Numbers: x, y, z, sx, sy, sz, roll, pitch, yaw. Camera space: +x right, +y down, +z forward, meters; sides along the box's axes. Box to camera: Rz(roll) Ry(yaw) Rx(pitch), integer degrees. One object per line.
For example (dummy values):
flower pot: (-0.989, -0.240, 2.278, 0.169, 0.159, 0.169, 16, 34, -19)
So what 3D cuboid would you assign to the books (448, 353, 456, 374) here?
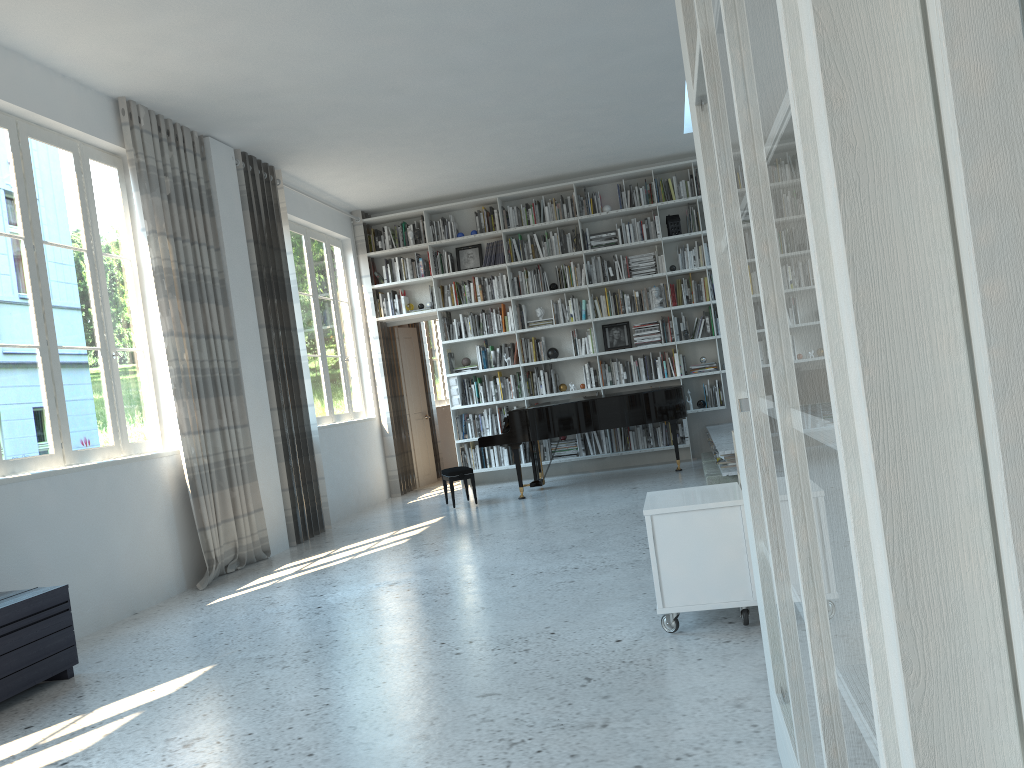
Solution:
books: (-0.675, -0.231, 9.989, 0.028, 0.243, 0.156, -8, 0, 10)

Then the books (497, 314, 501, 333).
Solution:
books: (-0.131, -0.667, 9.886, 0.021, 0.221, 0.148, -8, 0, 10)

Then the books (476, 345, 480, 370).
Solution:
books: (-0.366, -0.296, 9.929, 0.012, 0.285, 0.159, -8, 0, 10)

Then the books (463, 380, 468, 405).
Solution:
books: (-0.513, 0.095, 9.980, 0.008, 0.285, 0.159, -8, 0, 10)

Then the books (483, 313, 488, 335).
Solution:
books: (-0.286, -0.664, 9.912, 0.021, 0.256, 0.156, -8, 0, 10)

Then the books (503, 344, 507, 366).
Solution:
books: (-0.079, -0.321, 9.873, 0.060, 0.255, 0.158, -8, 0, 10)

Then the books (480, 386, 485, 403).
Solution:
books: (-0.313, 0.115, 9.916, 0.016, 0.189, 0.183, -8, 0, 10)

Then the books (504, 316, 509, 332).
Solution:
books: (-0.043, -0.661, 9.864, 0.030, 0.183, 0.151, -8, 0, 10)

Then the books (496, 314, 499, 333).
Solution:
books: (-0.148, -0.663, 9.885, 0.012, 0.217, 0.160, -8, 0, 10)

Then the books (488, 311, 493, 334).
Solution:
books: (-0.226, -0.680, 9.893, 0.012, 0.272, 0.145, -8, 0, 10)

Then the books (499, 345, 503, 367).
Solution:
books: (-0.111, -0.310, 9.894, 0.013, 0.242, 0.141, -8, 0, 10)

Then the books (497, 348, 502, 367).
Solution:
books: (-0.143, -0.291, 9.901, 0.056, 0.214, 0.142, -8, 0, 10)

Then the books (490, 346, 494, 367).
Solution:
books: (-0.210, -0.300, 9.891, 0.011, 0.250, 0.172, -8, 0, 10)

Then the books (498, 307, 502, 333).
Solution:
books: (-0.118, -0.705, 9.887, 0.015, 0.293, 0.143, -8, 0, 10)

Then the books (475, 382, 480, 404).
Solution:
books: (-0.375, 0.095, 9.925, 0.009, 0.244, 0.184, -8, 0, 10)

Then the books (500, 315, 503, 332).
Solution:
books: (-0.101, -0.663, 9.870, 0.013, 0.203, 0.161, -8, 0, 10)

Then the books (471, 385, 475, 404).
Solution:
books: (-0.415, 0.114, 9.953, 0.015, 0.218, 0.176, -8, 0, 10)

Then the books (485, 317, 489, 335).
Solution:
books: (-0.262, -0.641, 9.908, 0.021, 0.205, 0.130, -8, 0, 10)

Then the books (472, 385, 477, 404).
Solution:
books: (-0.403, 0.113, 9.938, 0.015, 0.217, 0.180, -8, 0, 10)

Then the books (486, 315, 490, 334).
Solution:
books: (-0.249, -0.655, 9.891, 0.013, 0.229, 0.177, -8, 0, 10)

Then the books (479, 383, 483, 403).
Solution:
books: (-0.330, 0.102, 9.923, 0.015, 0.219, 0.190, -8, 0, 10)

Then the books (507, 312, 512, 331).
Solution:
books: (-0.017, -0.684, 9.858, 0.031, 0.223, 0.144, -8, 0, 10)

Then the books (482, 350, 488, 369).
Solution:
books: (-0.291, -0.268, 9.893, 0.029, 0.208, 0.189, -8, 0, 10)

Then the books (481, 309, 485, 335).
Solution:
books: (-0.307, -0.683, 9.904, 0.013, 0.300, 0.151, -8, 0, 10)

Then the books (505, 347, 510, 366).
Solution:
books: (-0.033, -0.303, 9.858, 0.030, 0.207, 0.172, -8, 0, 10)

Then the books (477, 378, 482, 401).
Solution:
books: (-0.346, 0.070, 9.919, 0.007, 0.286, 0.182, -8, 0, 10)

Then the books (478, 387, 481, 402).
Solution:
books: (-0.349, 0.075, 9.943, 0.009, 0.278, 0.157, -8, 0, 10)

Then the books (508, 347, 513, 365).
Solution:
books: (-0.003, -0.308, 9.862, 0.027, 0.209, 0.143, -8, 0, 10)

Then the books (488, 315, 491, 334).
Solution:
books: (-0.234, -0.656, 9.900, 0.013, 0.228, 0.151, -8, 0, 10)

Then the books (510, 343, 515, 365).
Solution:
books: (0.018, -0.332, 9.860, 0.021, 0.251, 0.154, -8, 0, 10)

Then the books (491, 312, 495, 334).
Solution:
books: (-0.202, -0.673, 9.900, 0.011, 0.252, 0.139, -8, 0, 10)

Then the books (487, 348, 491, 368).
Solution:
books: (-0.246, -0.285, 9.924, 0.030, 0.231, 0.148, -8, 0, 10)

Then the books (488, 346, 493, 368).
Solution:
books: (-0.223, -0.297, 9.913, 0.022, 0.249, 0.129, -8, 0, 10)

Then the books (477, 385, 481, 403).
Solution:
books: (-0.355, 0.110, 9.954, 0.016, 0.211, 0.146, -8, 0, 10)

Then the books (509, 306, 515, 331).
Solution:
books: (0.008, -0.719, 9.858, 0.027, 0.286, 0.148, -8, 0, 10)

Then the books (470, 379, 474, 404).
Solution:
books: (-0.432, 0.086, 9.949, 0.008, 0.280, 0.164, -8, 0, 10)

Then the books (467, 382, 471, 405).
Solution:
books: (-0.467, 0.102, 9.971, 0.022, 0.257, 0.141, -8, 0, 10)

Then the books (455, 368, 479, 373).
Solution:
books: (-0.499, -0.152, 9.966, 0.254, 0.012, 0.161, -8, 0, 12)

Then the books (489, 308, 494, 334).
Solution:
books: (-0.215, -0.697, 9.906, 0.011, 0.304, 0.129, -8, 0, 10)

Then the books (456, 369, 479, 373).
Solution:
books: (-0.499, -0.139, 9.962, 0.285, 0.012, 0.159, -8, 0, 14)

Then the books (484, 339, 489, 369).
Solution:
books: (-0.274, -0.334, 9.922, 0.011, 0.336, 0.153, -8, 0, 10)

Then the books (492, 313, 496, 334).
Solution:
books: (-0.180, -0.671, 9.906, 0.028, 0.242, 0.131, -8, 0, 10)

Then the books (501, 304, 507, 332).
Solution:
books: (-0.086, -0.727, 9.866, 0.035, 0.325, 0.170, -8, 0, 10)

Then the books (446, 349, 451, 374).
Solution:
books: (-0.695, -0.250, 10.002, 0.012, 0.285, 0.159, -8, 0, 10)

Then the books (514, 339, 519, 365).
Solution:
books: (0.059, -0.351, 9.812, 0.082, 0.276, 0.228, -8, 0, 10)

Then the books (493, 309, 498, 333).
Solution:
books: (-0.167, -0.690, 9.873, 0.015, 0.275, 0.157, -8, 0, 10)

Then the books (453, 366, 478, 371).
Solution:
books: (-0.504, -0.176, 9.960, 0.285, 0.012, 0.159, -8, 0, 15)

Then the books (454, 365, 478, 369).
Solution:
books: (-0.504, -0.188, 9.966, 0.254, 0.012, 0.161, -8, 0, 12)

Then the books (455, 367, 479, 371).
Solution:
books: (-0.502, -0.164, 9.962, 0.254, 0.012, 0.161, -8, 0, 8)

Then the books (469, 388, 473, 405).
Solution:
books: (-0.442, 0.133, 9.931, 0.019, 0.189, 0.193, -8, 0, 10)

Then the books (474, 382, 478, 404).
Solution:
books: (-0.383, 0.097, 9.941, 0.014, 0.243, 0.171, -8, 0, 10)

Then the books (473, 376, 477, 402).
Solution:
books: (-0.398, 0.063, 9.945, 0.006, 0.315, 0.145, -8, 0, 10)

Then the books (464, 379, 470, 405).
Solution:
books: (-0.489, 0.086, 9.966, 0.014, 0.294, 0.171, -8, 0, 10)

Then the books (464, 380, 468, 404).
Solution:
books: (-0.502, 0.091, 9.976, 0.016, 0.289, 0.152, -8, 0, 10)

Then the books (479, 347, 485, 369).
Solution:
books: (-0.319, -0.287, 9.927, 0.031, 0.255, 0.143, -8, 0, 10)

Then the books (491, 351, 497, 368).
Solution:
books: (-0.189, -0.273, 9.876, 0.029, 0.190, 0.188, -8, 0, 10)

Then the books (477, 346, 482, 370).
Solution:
books: (-0.348, -0.292, 9.924, 0.024, 0.273, 0.150, -8, 0, 10)

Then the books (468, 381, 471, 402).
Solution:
books: (-0.457, 0.097, 9.949, 0.007, 0.264, 0.176, -8, 0, 10)
